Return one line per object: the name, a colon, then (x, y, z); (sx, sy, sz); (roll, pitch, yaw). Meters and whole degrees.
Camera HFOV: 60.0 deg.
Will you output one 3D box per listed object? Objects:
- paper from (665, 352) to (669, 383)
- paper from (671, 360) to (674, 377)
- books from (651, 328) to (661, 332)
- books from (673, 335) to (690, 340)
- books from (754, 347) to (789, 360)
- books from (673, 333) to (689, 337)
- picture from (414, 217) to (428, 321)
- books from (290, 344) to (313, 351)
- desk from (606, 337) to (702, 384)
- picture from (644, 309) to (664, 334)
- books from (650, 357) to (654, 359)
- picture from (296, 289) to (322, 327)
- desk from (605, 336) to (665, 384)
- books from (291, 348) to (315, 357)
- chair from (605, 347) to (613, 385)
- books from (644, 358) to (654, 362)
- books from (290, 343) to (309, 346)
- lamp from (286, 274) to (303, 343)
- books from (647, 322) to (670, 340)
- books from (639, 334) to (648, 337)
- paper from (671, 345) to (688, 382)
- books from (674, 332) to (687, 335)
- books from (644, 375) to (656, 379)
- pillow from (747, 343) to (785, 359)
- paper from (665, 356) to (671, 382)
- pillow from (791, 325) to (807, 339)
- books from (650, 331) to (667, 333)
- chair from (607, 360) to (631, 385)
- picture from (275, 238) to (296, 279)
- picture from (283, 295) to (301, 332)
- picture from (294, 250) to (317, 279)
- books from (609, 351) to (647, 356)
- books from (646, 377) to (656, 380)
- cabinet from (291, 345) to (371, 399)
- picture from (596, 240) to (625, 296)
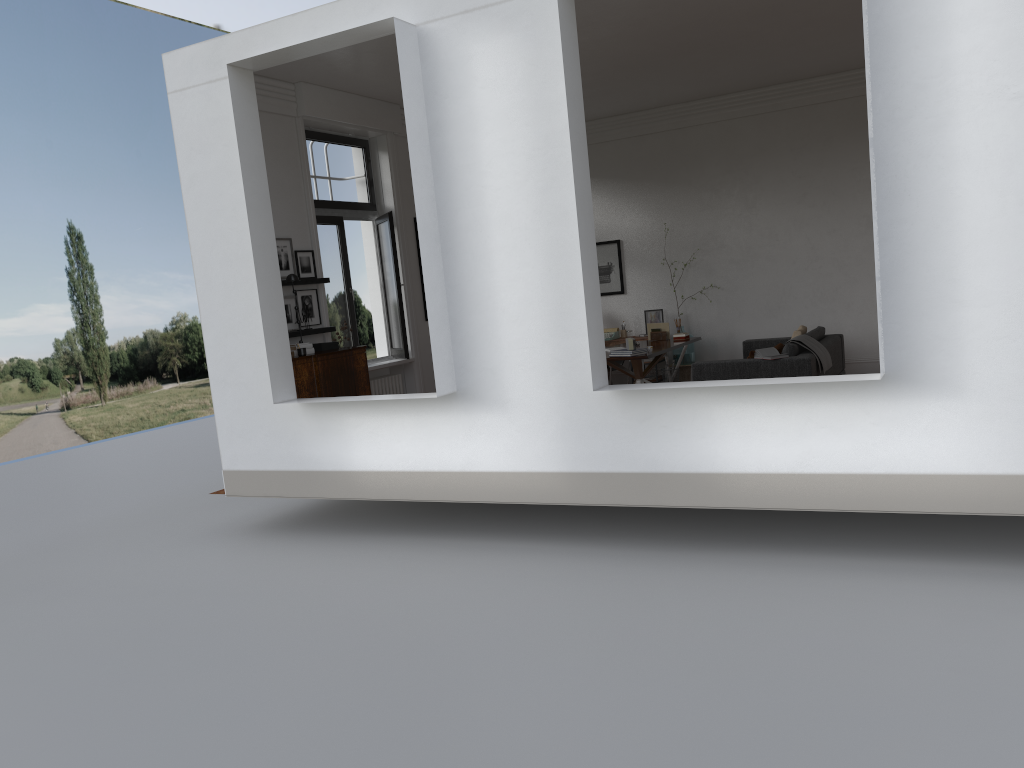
paper: (2.226, -0.252, 12.750); (0.047, 0.627, 0.293); (-3, 8, 20)
paper: (2.306, -0.143, 12.750); (0.125, 0.389, 0.026); (-12, 9, -39)
books: (1.938, -0.667, 11.894); (0.128, 0.158, 0.040); (-2, 8, 28)
books: (2.237, -0.613, 11.696); (0.159, 0.040, 0.215); (-2, 7, 30)
books: (2.694, -0.320, 9.220); (0.224, 0.096, 0.278); (-8, 7, -20)
books: (2.233, -0.648, 11.701); (0.164, 0.028, 0.207); (-3, 7, 26)
picture: (-0.975, -1.528, 11.750); (0.035, 1.327, 0.880); (-2, 8, 28)
books: (-2.144, -0.358, 8.747); (0.254, 0.044, 0.238); (-3, 7, 28)
desk: (1.596, -0.078, 11.069); (1.030, 0.753, 2.219); (-2, 7, 28)
picture: (2.107, -0.915, 13.119); (0.282, 0.370, 0.022); (-2, 8, 28)
books: (1.972, -0.396, 12.851); (0.225, 0.038, 0.308); (-3, 7, 28)
picture: (-2.162, -0.809, 9.414); (0.020, 0.385, 0.342); (-2, 8, 28)
desk: (1.407, -0.287, 13.270); (1.799, 0.760, 0.645); (-3, 8, 28)
books: (-2.135, -0.308, 8.750); (0.229, 0.057, 0.293); (-3, 7, 28)
chair: (1.147, -0.277, 12.734); (0.716, 0.902, 0.546); (-3, 7, 20)
books: (1.978, -0.360, 12.844); (0.225, 0.038, 0.308); (-3, 7, 27)
books: (-2.130, -0.386, 8.730); (0.179, 0.014, 0.200); (-3, 7, 28)
lamp: (-2.152, -0.696, 8.891); (0.174, 0.804, 0.490); (-7, 7, -8)
books: (1.971, -0.707, 11.918); (0.310, 0.240, 0.043); (-2, 8, 27)
books: (1.968, -0.719, 13.040); (0.213, 0.031, 0.129); (-9, 7, -25)
paper: (2.353, -0.249, 12.592); (0.330, 0.611, 0.047); (-5, 7, 8)
books: (2.226, -0.668, 11.714); (0.128, 0.008, 0.159); (-2, 7, 29)
books: (1.980, -0.098, 12.912); (0.196, 0.014, 0.267); (-1, 8, 39)
pillow: (2.703, -0.221, 9.557); (0.469, 0.398, 0.330); (-9, 7, -25)
paper: (2.226, -0.159, 12.582); (0.073, 0.480, 0.033); (-9, 8, -25)
pillow: (3.488, -0.472, 10.868); (0.225, 0.461, 0.484); (-2, 8, 27)
books: (1.957, -0.640, 11.837); (0.221, 0.125, 0.028); (-3, 8, 28)
chair: (1.121, -0.175, 11.885); (0.746, 0.875, 0.750); (-2, 8, 28)
picture: (-2.358, -1.285, 9.068); (0.020, 0.410, 0.368); (-2, 8, 28)
picture: (-2.331, -0.712, 9.081); (0.020, 0.366, 0.432); (-2, 8, 28)
picture: (-2.184, -1.264, 9.397); (0.020, 0.304, 0.289); (-2, 8, 28)
books: (1.325, -0.344, 10.152); (0.263, 0.027, 0.347); (-11, 8, -37)
books: (1.982, -0.083, 12.914); (0.196, 0.014, 0.267); (-3, 7, 26)
cabinet: (-1.949, 0.293, 8.959); (0.640, 1.221, 1.262); (-2, 8, 28)
picture: (1.382, -1.758, 13.536); (0.634, 0.818, 0.050); (-2, 8, 28)
